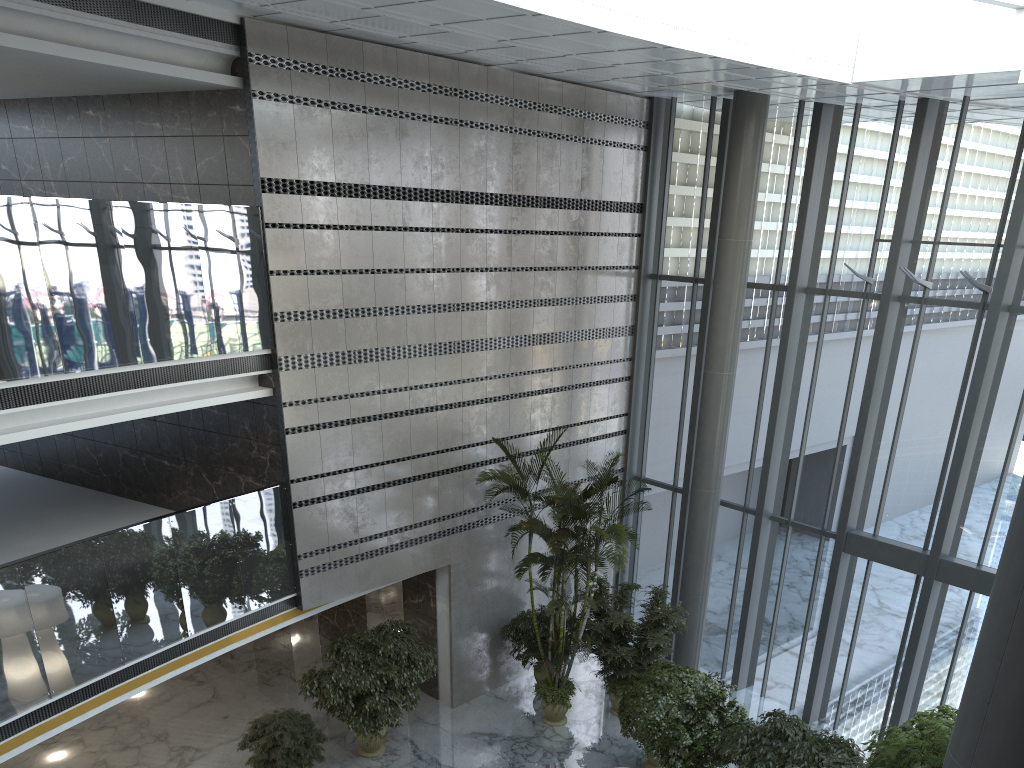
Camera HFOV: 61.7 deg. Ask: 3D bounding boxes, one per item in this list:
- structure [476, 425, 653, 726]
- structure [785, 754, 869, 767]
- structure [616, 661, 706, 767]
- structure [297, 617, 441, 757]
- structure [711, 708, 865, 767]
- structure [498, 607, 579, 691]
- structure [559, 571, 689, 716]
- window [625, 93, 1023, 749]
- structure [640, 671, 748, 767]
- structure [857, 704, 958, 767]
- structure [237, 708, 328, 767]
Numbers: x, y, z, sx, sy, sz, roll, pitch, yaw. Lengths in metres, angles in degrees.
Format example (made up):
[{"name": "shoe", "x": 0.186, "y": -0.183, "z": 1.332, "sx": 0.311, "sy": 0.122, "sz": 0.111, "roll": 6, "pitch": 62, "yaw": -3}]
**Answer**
[{"name": "structure", "x": 0.712, "y": 3.011, "z": 12.635, "sx": 2.405, "sy": 5.129, "sz": 2.323, "roll": -14, "pitch": 26, "yaw": -35}, {"name": "structure", "x": 3.001, "y": 5.104, "z": 8.842, "sx": 2.120, "sy": 2.570, "sz": 2.241, "roll": 13, "pitch": 21, "yaw": 31}, {"name": "structure", "x": 2.217, "y": 4.797, "z": 12.359, "sx": 1.415, "sy": 1.775, "sz": 1.470, "roll": 6, "pitch": 18, "yaw": 13}, {"name": "structure", "x": -2.002, "y": 4.439, "z": 12.291, "sx": 2.031, "sy": 2.179, "sz": 1.476, "roll": -3, "pitch": 19, "yaw": -13}, {"name": "structure", "x": 3.374, "y": 5.011, "z": 10.669, "sx": 1.646, "sy": 2.086, "sz": 1.825, "roll": -2, "pitch": 18, "yaw": -11}, {"name": "structure", "x": 0.462, "y": 4.410, "z": 14.213, "sx": 1.398, "sy": 1.705, "sz": 1.024, "roll": 1, "pitch": 20, "yaw": -2}, {"name": "structure", "x": 1.803, "y": 4.178, "z": 13.522, "sx": 1.781, "sy": 2.529, "sz": 1.771, "roll": 12, "pitch": 22, "yaw": 29}, {"name": "window", "x": -0.127, "y": 1.178, "z": 6.522, "sx": 18.527, "sy": 11.102, "sz": 12.443, "roll": -6, "pitch": 18, "yaw": -29}, {"name": "structure", "x": 2.411, "y": 4.784, "z": 11.459, "sx": 1.379, "sy": 2.168, "sz": 1.124, "roll": -5, "pitch": 21, "yaw": -17}, {"name": "structure", "x": 4.892, "y": 4.782, "z": 9.082, "sx": 3.153, "sy": 3.265, "sz": 3.455, "roll": -9, "pitch": 19, "yaw": -30}, {"name": "structure", "x": -3.037, "y": 4.927, "z": 11.389, "sx": 1.161, "sy": 1.464, "sz": 1.099, "roll": -10, "pitch": 21, "yaw": -30}]
